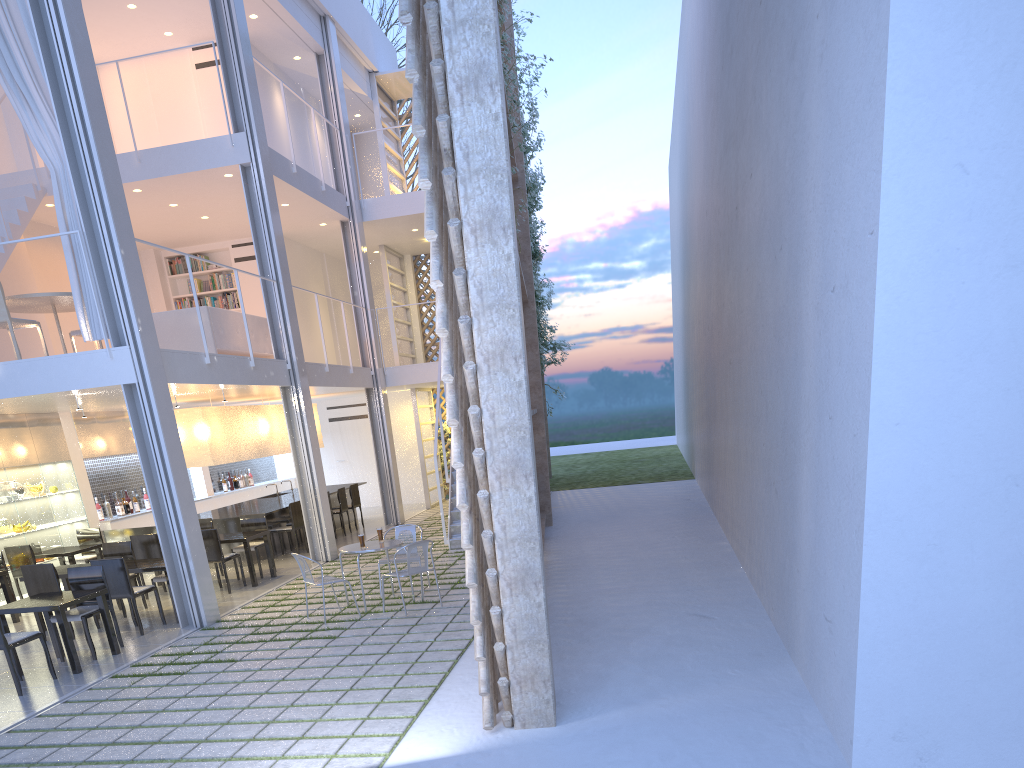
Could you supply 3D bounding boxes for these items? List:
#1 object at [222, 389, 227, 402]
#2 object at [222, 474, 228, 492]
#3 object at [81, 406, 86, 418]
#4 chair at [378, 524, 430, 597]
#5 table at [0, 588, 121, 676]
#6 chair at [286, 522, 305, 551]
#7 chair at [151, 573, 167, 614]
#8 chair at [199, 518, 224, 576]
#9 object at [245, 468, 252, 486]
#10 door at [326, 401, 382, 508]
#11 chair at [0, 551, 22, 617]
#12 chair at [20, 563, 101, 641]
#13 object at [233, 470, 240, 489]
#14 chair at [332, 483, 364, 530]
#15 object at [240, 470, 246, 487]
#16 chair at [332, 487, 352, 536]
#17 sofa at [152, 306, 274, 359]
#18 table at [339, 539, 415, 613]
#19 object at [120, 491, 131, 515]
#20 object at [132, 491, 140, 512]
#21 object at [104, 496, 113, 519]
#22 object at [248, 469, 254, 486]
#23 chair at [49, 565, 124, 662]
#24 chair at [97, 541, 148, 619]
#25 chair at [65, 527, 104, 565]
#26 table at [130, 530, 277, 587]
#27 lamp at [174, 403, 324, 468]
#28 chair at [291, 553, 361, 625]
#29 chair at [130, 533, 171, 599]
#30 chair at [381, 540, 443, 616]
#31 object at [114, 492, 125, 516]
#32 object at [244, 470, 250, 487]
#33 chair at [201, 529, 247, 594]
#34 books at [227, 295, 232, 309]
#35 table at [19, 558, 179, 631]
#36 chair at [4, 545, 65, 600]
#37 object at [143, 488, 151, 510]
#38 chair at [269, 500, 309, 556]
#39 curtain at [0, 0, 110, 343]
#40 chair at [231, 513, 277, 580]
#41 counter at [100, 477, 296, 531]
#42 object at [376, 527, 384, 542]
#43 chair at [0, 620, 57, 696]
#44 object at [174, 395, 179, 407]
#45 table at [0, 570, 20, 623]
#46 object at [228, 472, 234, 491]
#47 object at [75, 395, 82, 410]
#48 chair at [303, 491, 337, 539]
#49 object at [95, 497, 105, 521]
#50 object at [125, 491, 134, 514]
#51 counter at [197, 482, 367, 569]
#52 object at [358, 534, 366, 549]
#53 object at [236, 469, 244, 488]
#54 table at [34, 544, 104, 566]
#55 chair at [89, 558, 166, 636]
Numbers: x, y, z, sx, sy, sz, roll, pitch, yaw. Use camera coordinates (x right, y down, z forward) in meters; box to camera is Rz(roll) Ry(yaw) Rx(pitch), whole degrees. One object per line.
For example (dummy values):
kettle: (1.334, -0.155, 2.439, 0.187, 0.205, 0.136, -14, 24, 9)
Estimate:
object: (-1.846, 0.073, 5.269, 0.029, 0.085, 0.026, 1, 17, 20)
object: (-2.938, 1.013, 8.400, 0.041, 0.196, 0.038, -11, 18, -19)
object: (-2.842, 0.183, 5.450, 0.029, 0.085, 0.026, 1, 17, 20)
chair: (-0.624, 1.010, 4.738, 0.264, 0.410, 0.225, -3, 13, 10)
table: (-2.125, 1.165, 3.861, 0.361, 0.357, 0.325, -4, 9, 10)
chair: (-1.741, 1.164, 6.856, 0.241, 0.473, 0.172, -4, 16, 8)
chair: (-1.977, 1.130, 4.847, 0.193, 0.472, 0.216, -3, 15, 9)
chair: (-2.228, 1.185, 5.830, 0.193, 0.472, 0.216, -3, 15, 9)
object: (-2.853, 1.006, 8.888, 0.043, 0.219, 0.045, -19, 22, -37)
door: (-2.800, 0.878, 7.236, 0.479, 1.262, 5.168, 1, 2, 22)
chair: (-3.263, 1.272, 5.094, 0.193, 0.472, 0.216, -3, 15, 9)
chair: (-2.453, 1.169, 4.487, 0.193, 0.472, 0.216, -3, 15, 9)
object: (-2.900, 1.003, 8.632, 0.046, 0.219, 0.041, -3, 17, 9)
chair: (-1.573, 1.174, 7.792, 0.241, 0.473, 0.172, -3, 16, 11)
object: (-2.877, 1.014, 8.782, 0.044, 0.201, 0.043, -16, 20, -32)
chair: (-1.629, 1.171, 7.480, 0.241, 0.473, 0.172, -4, 16, 7)
sofa: (-2.113, -0.282, 5.839, 0.502, 0.393, 0.920, -5, 2, 10)
table: (-0.739, 1.036, 4.468, 0.338, 0.360, 0.333, -10, 10, -28)
object: (-3.366, 0.921, 5.847, 0.106, 0.308, 1.940, -2, 0, 11)
object: (-3.377, 0.920, 5.820, 0.058, 0.312, 2.274, -2, -1, 10)
object: (-3.411, 0.923, 5.747, 0.046, 0.308, 1.752, -2, 0, 11)
object: (-2.841, 1.015, 8.948, 0.043, 0.200, 0.039, 1, 18, 21)
chair: (-2.091, 1.117, 3.997, 0.193, 0.472, 0.216, -3, 15, 9)
chair: (-2.380, 1.174, 4.920, 0.193, 0.472, 0.216, -3, 15, 9)
chair: (-3.111, 1.283, 6.004, 0.193, 0.472, 0.216, -3, 15, 9)
table: (-2.117, 1.215, 5.592, 0.921, 0.357, 0.325, -6, 9, 10)
lamp: (-2.303, 0.426, 7.198, 0.450, 0.450, 2.159, -4, 0, 9)
chair: (-0.973, 1.032, 4.240, 0.237, 0.409, 0.251, -15, 15, -34)
chair: (-2.300, 1.180, 5.397, 0.193, 0.472, 0.216, -3, 15, 9)
chair: (-0.515, 0.984, 4.235, 0.248, 0.410, 0.240, -16, 17, -39)
object: (-3.373, 0.921, 5.803, 0.047, 0.308, 1.868, -2, 0, 10)
object: (-2.853, 1.013, 8.831, 0.046, 0.201, 0.040, -2, 17, 9)
chair: (-1.897, 1.136, 5.324, 0.193, 0.472, 0.216, -3, 15, 9)
books: (-2.560, -0.740, 7.508, 0.015, 0.133, 0.084, -2, 12, 9)
table: (-2.261, 1.205, 4.729, 0.921, 0.357, 0.325, -6, 9, 10)
chair: (-3.189, 1.277, 5.539, 0.193, 0.472, 0.216, -3, 15, 9)
object: (-3.156, 0.993, 7.104, 0.044, 0.200, 0.039, -2, 17, 10)
chair: (-1.798, 1.161, 6.544, 0.241, 0.473, 0.172, -3, 16, 11)
curtain: (-2.271, -1.436, 3.689, 0.517, 2.608, 0.087, -3, 18, 6)
chair: (-1.825, 1.141, 5.757, 0.193, 0.472, 0.216, -3, 15, 9)
counter: (-2.948, 1.329, 8.195, 0.234, 0.461, 3.405, -3, -1, 9)
object: (-0.718, 0.822, 4.488, 0.030, 0.083, 0.030, -16, 19, -34)
chair: (-2.169, 1.112, 3.532, 0.193, 0.472, 0.216, -3, 15, 9)
object: (-2.176, 0.109, 5.329, 0.029, 0.085, 0.026, 1, 17, 20)
table: (-3.242, 1.313, 4.907, 0.361, 0.357, 0.325, -4, 9, 10)
object: (-2.906, 1.005, 8.493, 0.044, 0.209, 0.041, -5, 17, 1)
object: (-2.330, 0.098, 4.410, 0.029, 0.085, 0.026, 1, 17, 20)
chair: (-1.699, 1.169, 7.171, 0.241, 0.473, 0.172, -4, 15, 5)
object: (-2.671, 0.556, 5.437, 1.680, 0.880, 1.722, -5, 3, 8)
object: (-3.388, 0.925, 5.894, 0.067, 0.308, 2.008, -2, -1, 10)
counter: (-2.072, 1.237, 7.441, 0.819, 0.399, 2.358, -5, -1, 9)
object: (-0.787, 0.824, 4.318, 0.030, 0.083, 0.030, -16, 19, -34)
object: (-2.890, 1.006, 8.713, 0.046, 0.219, 0.042, -2, 17, 11)
table: (-3.097, 1.323, 5.770, 0.361, 0.357, 0.325, -4, 9, 10)
chair: (-2.049, 1.125, 4.414, 0.193, 0.472, 0.216, -3, 15, 9)
